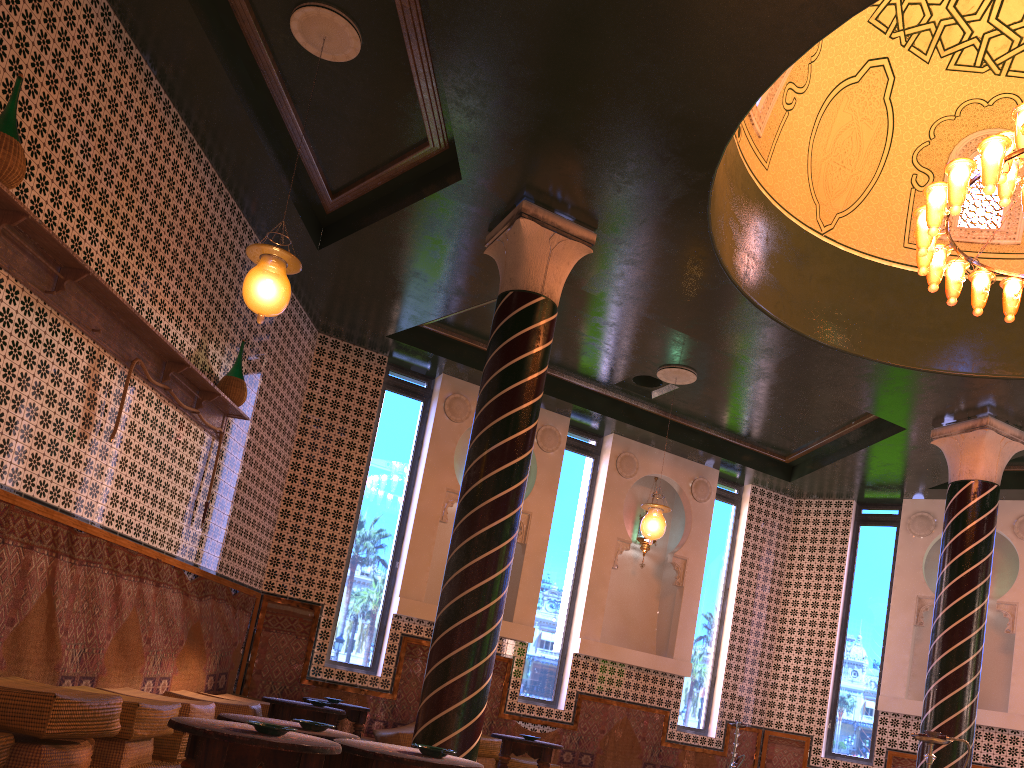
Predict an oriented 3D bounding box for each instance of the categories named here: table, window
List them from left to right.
[{"bbox_3d":[-1.307,1.995,4.223,0.832,0.567,0.888,6,-17,15],"label":"table"},{"bbox_3d":[-1.357,2.296,5.053,0.832,0.567,0.888,6,-17,15],"label":"table"},{"bbox_3d":[-2.135,3.490,8.625,0.853,0.568,0.867,16,-17,-18],"label":"table"},{"bbox_3d":[-2.221,4.229,10.650,0.842,0.567,0.878,12,-17,-6],"label":"table"},{"bbox_3d":[-1.837,1.954,11.816,0.792,3.869,0.092,15,-9,-25],"label":"window"},{"bbox_3d":[-0.610,2.277,4.642,0.832,0.567,0.888,6,-17,15],"label":"table"},{"bbox_3d":[0.124,4.321,9.768,0.848,0.567,0.873,14,-17,-12],"label":"table"},{"bbox_3d":[0.678,2.857,13.024,0.792,3.869,0.092,15,-9,-25],"label":"window"},{"bbox_3d":[3.193,3.761,14.233,0.792,3.869,0.092,15,-9,-25],"label":"window"},{"bbox_3d":[5.729,4.139,14.022,0.768,3.869,0.095,4,-10,36],"label":"window"},{"bbox_3d":[4.797,-3.143,7.031,5.709,1.122,5.831,6,-20,11],"label":"window"}]

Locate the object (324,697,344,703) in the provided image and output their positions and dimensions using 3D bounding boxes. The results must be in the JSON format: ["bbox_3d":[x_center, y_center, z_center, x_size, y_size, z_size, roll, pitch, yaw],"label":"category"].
[{"bbox_3d":[-2.175,3.865,10.533,0.252,0.044,0.262,13,-20,-9],"label":"object"}]

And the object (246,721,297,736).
[{"bbox_3d":[-1.188,1.703,4.251,0.249,0.044,0.266,3,-21,20],"label":"object"}]

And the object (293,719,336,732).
[{"bbox_3d":[-1.167,2.015,5.079,0.261,0.044,0.253,26,-25,-36],"label":"object"}]

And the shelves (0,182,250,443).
[{"bbox_3d":[-3.026,-0.381,6.837,0.254,0.328,4.740,9,-20,7],"label":"shelves"}]

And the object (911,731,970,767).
[{"bbox_3d":[3.316,3.376,6.797,0.466,1.212,0.309,12,-9,-8],"label":"object"}]

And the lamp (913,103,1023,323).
[{"bbox_3d":[4.762,-3.151,6.867,2.508,4.454,2.536,14,-11,-16],"label":"lamp"}]

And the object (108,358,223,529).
[{"bbox_3d":[-3.134,0.614,7.929,0.060,1.003,2.093,10,-18,7],"label":"object"}]

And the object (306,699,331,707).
[{"bbox_3d":[-1.950,3.222,8.699,0.252,0.044,0.262,13,-20,-9],"label":"object"}]

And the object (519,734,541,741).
[{"bbox_3d":[0.203,4.027,9.818,0.252,0.044,0.262,13,-20,-9],"label":"object"}]

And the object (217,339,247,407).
[{"bbox_3d":[-2.815,-0.115,8.814,0.299,0.698,0.314,7,-11,17],"label":"object"}]

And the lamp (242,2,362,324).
[{"bbox_3d":[-1.568,-1.511,6.204,0.536,2.243,0.520,17,-11,-35],"label":"lamp"}]

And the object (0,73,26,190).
[{"bbox_3d":[-3.014,-1.519,5.141,0.299,0.698,0.314,7,-11,17],"label":"object"}]

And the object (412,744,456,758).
[{"bbox_3d":[-0.432,2.024,4.747,0.252,0.044,0.262,13,-20,-9],"label":"object"}]

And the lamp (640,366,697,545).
[{"bbox_3d":[1.954,0.957,11.126,0.536,2.243,0.520,17,-11,-35],"label":"lamp"}]

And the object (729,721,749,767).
[{"bbox_3d":[3.402,5.796,13.241,0.298,1.213,0.483,9,-10,12],"label":"object"}]

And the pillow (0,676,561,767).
[{"bbox_3d":[-0.153,3.431,6.836,10.280,1.222,10.217,19,-22,-22],"label":"pillow"}]

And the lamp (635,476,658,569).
[{"bbox_3d":[2.208,2.215,13.883,0.358,1.513,0.337,9,-9,9],"label":"lamp"}]
